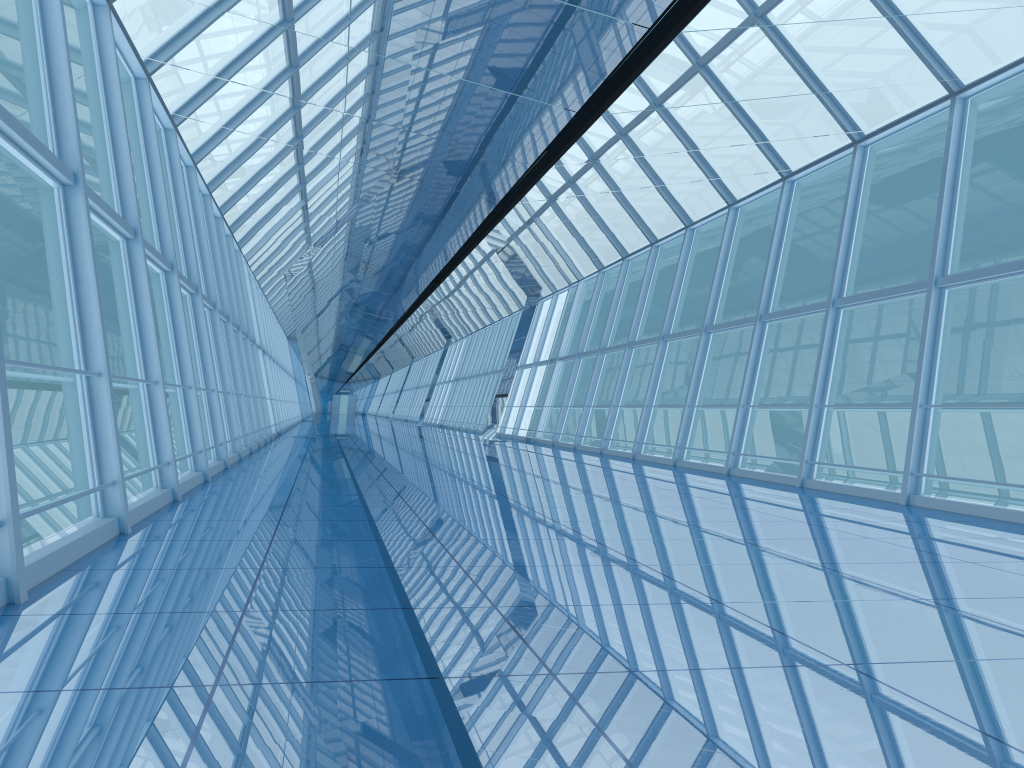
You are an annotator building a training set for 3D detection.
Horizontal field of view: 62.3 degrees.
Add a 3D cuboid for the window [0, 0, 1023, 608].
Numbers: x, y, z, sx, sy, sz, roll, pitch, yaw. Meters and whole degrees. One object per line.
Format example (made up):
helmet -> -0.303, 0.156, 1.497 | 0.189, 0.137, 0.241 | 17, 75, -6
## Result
window -> -8.651, -0.177, 50.153 | 9.885, 4.958, 105.450 | 3, -2, -12
